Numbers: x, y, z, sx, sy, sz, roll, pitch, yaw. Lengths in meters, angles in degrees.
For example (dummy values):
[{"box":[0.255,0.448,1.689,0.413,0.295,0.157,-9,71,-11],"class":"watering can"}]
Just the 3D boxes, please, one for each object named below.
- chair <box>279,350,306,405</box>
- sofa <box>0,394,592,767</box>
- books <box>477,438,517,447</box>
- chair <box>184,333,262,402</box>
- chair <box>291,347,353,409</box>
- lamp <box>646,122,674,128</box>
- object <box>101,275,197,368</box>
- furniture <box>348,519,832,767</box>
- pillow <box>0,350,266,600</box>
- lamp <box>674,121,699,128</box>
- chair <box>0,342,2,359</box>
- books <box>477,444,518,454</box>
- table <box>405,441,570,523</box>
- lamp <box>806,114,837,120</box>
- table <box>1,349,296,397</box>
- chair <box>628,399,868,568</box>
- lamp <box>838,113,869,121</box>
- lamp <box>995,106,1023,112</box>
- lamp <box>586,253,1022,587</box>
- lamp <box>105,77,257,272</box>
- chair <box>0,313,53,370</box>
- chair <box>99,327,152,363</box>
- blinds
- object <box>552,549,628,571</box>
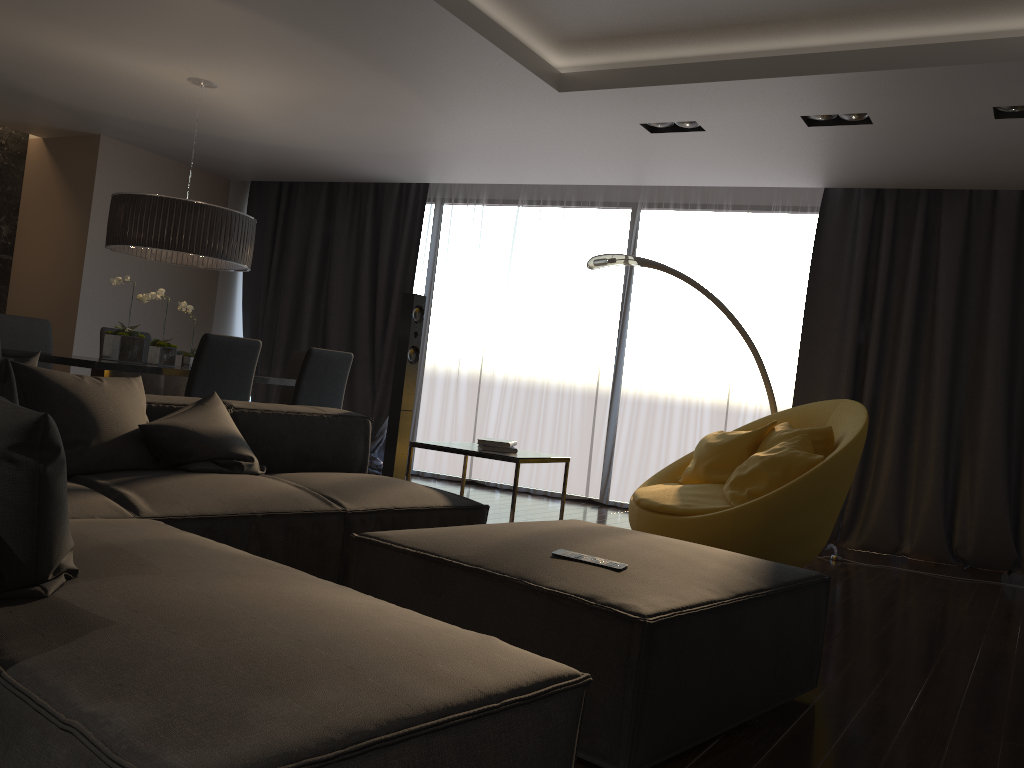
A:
[{"box":[-1.636,0.227,6.084,0.408,0.965,0.598,6,-2,30],"class":"chair"},{"box":[-0.726,0.430,2.422,2.591,0.704,2.616,6,-1,40],"class":"sofa"},{"box":[-0.068,0.273,4.108,0.154,0.022,0.207,6,0,7],"class":"books"},{"box":[-1.730,0.206,4.693,0.546,0.965,0.447,6,-2,30],"class":"chair"},{"box":[-1.349,0.254,5.317,0.546,0.965,0.447,6,-2,30],"class":"chair"},{"box":[0.882,-1.572,5.253,0.170,0.077,0.184,6,-1,25],"class":"lamp"},{"box":[-2.149,-0.369,5.277,0.297,0.501,0.598,6,-1,27],"class":"object"},{"box":[0.251,0.672,2.654,1.036,0.440,1.155,6,-1,40],"class":"furniture"},{"box":[-1.352,0.105,2.321,1.072,0.431,2.068,6,0,-6],"class":"pillow"},{"box":[1.033,-1.556,5.172,0.167,0.077,0.186,6,-1,42],"class":"lamp"},{"box":[-2.581,0.110,4.578,0.408,0.965,0.598,6,-2,30],"class":"chair"},{"box":[-0.069,0.296,4.093,0.166,0.023,0.227,6,0,-10],"class":"books"},{"box":[-0.129,0.584,4.097,0.574,0.563,0.471,6,-1,30],"class":"table"},{"box":[1.691,-1.485,4.817,0.186,0.077,0.167,7,-1,-41],"class":"lamp"},{"box":[-2.113,0.271,5.312,0.993,0.760,1.675,6,-1,31],"class":"table"},{"box":[1.231,0.519,4.710,1.146,1.006,1.504,7,-1,-3],"class":"chair"},{"box":[1.843,-1.468,4.736,0.167,0.077,0.186,6,-1,42],"class":"lamp"},{"box":[2.501,-1.397,4.381,0.186,0.077,0.167,7,-1,-41],"class":"lamp"},{"box":[2.494,0.277,5.507,4.185,1.780,0.588,6,-2,6],"class":"lamp"},{"box":[-1.951,-1.302,5.354,0.844,1.103,0.763,7,-2,-36],"class":"lamp"},{"box":[-2.870,0.083,5.307,0.546,0.965,0.447,6,-2,30],"class":"chair"},{"box":[-2.489,0.130,5.932,0.546,0.965,0.447,6,-2,30],"class":"chair"},{"box":[0.693,-0.465,7.040,7.232,2.896,0.774,6,-2,20],"class":"blinds"},{"box":[0.204,0.463,2.317,0.199,0.015,0.053,6,-1,28],"class":"object"}]
